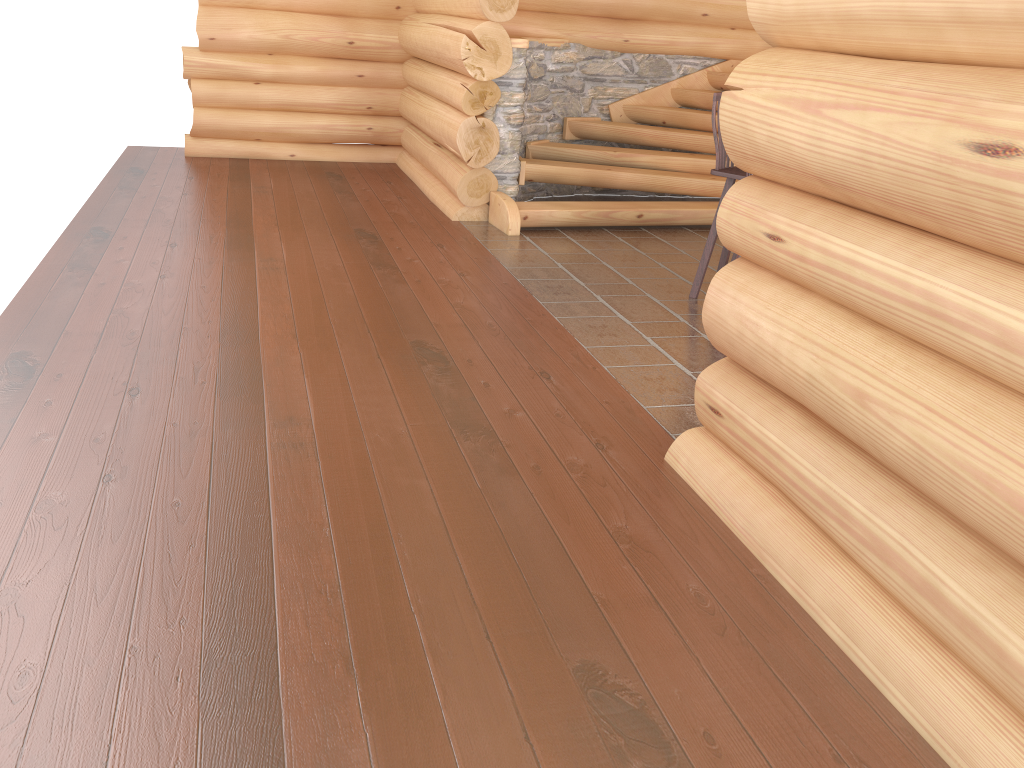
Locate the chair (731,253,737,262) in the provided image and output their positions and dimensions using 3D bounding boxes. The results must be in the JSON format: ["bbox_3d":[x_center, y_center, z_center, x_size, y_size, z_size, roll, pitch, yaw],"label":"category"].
[{"bbox_3d":[1.836,-1.309,6.136,0.406,1.319,0.504,-12,27,-34],"label":"chair"}]

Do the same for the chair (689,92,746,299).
[{"bbox_3d":[1.503,-1.178,5.756,0.504,1.319,0.406,23,29,37],"label":"chair"}]

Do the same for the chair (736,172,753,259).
[{"bbox_3d":[1.515,-0.915,5.122,0.504,1.319,0.406,2,23,-7],"label":"chair"}]

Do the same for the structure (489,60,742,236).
[{"bbox_3d":[1.338,-2.487,8.493,3.604,1.643,1.951,-5,24,-22],"label":"structure"}]
